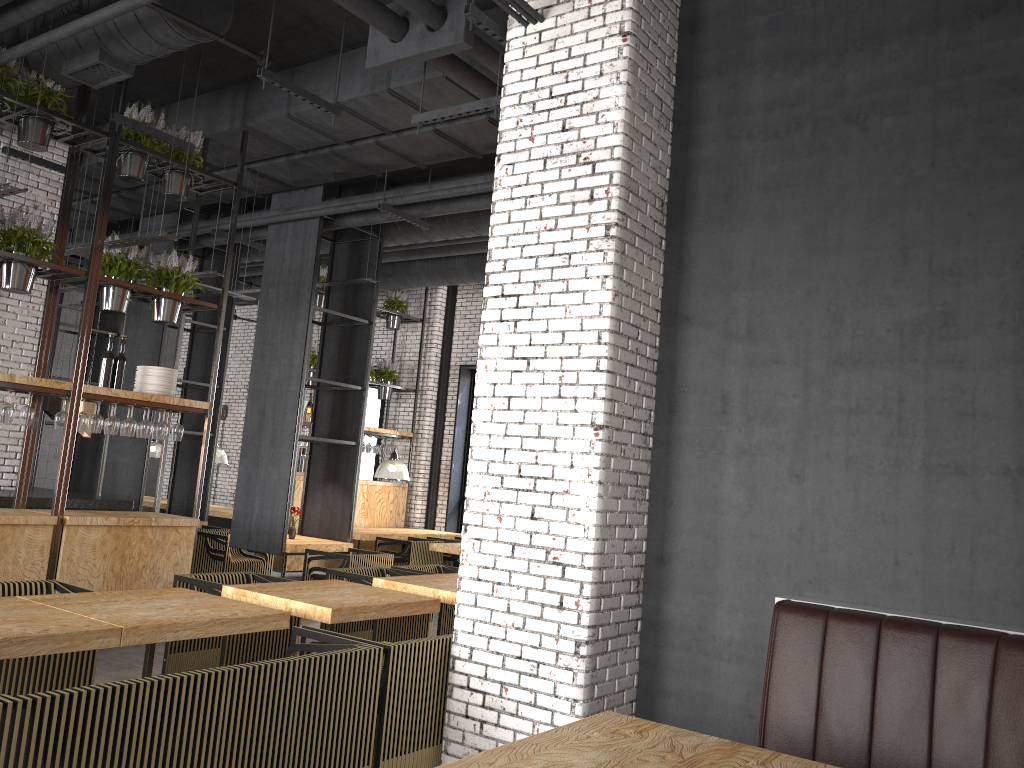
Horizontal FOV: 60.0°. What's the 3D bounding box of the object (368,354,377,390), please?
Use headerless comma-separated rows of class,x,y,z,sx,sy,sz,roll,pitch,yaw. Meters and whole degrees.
object,-2.287,-0.100,13.436,0.416,0.560,0.466,6,-7,-8

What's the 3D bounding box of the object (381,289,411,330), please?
object,-1.848,-1.136,13.961,0.467,0.560,0.415,-2,-10,45

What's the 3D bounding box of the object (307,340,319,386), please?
object,-2.810,-0.237,12.616,0.467,0.560,0.415,5,-7,1

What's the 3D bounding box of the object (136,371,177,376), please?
object,-3.050,-0.078,7.610,0.334,0.044,0.334,4,-6,6

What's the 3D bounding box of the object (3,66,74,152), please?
object,-3.653,-2.092,6.826,0.467,0.560,0.415,1,-8,29

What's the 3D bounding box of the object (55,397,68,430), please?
object,-3.571,0.232,7.047,0.101,0.268,0.101,7,-8,-18

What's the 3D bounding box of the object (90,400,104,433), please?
object,-3.264,0.251,6.986,0.101,0.268,0.101,7,-8,-18

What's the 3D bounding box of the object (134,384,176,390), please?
object,-3.058,0.034,7.595,0.335,0.040,0.334,5,-6,-1

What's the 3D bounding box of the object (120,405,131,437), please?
object,-3.252,0.310,7.501,0.101,0.268,0.100,5,-7,-1

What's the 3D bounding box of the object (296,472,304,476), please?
object,-3.047,1.245,12.353,0.411,0.050,0.410,0,-8,34

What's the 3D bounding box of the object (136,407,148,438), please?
object,-3.168,0.331,7.620,0.101,0.268,0.100,5,-7,-1

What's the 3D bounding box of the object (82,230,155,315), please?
object,-3.273,-0.866,7.355,0.416,0.560,0.466,-2,-10,43

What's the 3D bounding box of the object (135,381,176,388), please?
object,-3.057,0.015,7.598,0.334,0.039,0.334,5,-6,2

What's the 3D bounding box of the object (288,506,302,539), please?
object,-2.394,1.524,9.765,0.156,0.356,0.170,6,-7,-6

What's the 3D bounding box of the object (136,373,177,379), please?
object,-3.051,-0.058,7.608,0.334,0.041,0.334,4,-6,5

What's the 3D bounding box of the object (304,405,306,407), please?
object,-2.927,0.318,12.447,0.334,0.041,0.334,4,-6,5

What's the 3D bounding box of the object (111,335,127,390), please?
object,-3.243,-0.168,7.335,0.098,0.472,0.098,5,-7,-2

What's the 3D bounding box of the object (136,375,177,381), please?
object,-3.052,-0.039,7.604,0.335,0.043,0.333,3,-7,19

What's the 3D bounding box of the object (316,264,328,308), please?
object,-2.756,-1.346,12.780,0.416,0.560,0.466,4,-7,10

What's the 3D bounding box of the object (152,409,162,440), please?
object,-3.084,0.351,7.739,0.101,0.268,0.100,5,-7,-1

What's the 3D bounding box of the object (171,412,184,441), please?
object,-2.850,0.352,7.574,0.101,0.268,0.100,5,-7,-1

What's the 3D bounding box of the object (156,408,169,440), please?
object,-2.934,0.332,7.455,0.101,0.268,0.100,5,-7,-1

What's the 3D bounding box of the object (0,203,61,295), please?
object,-3.731,-0.975,6.727,0.416,0.560,0.466,4,-7,3

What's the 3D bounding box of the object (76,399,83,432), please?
object,-3.499,0.250,7.151,0.101,0.268,0.101,7,-8,-18

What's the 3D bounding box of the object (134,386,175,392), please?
object,-3.059,0.054,7.593,0.335,0.037,0.334,5,-6,2

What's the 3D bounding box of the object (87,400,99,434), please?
object,-3.420,0.269,7.263,0.101,0.268,0.100,5,-7,-1

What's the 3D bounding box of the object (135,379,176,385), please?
object,-3.054,-0.004,7.600,0.334,0.040,0.334,9,-8,-32

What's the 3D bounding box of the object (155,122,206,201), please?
object,-2.953,-1.919,7.839,0.416,0.560,0.467,9,-8,-30

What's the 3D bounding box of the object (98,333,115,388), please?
object,-3.304,-0.183,7.248,0.098,0.472,0.098,5,-7,-2

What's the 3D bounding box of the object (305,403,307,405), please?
object,-2.926,0.299,12.449,0.334,0.044,0.334,4,-6,6

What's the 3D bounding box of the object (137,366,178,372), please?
object,-3.046,-0.116,7.616,0.335,0.039,0.334,4,-6,9

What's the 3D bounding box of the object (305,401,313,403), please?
object,-2.922,0.260,12.454,0.335,0.039,0.334,4,-6,9

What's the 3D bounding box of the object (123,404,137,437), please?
object,-3.102,0.291,7.217,0.101,0.268,0.100,5,-7,-1

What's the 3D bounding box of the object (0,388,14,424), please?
object,-3.659,0.154,6.426,0.101,0.268,0.101,11,-10,-40

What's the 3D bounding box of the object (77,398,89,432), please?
object,-3.337,0.233,6.883,0.101,0.268,0.101,7,-8,-18

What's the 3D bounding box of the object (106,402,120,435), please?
object,-3.186,0.270,7.098,0.101,0.268,0.100,5,-7,-1

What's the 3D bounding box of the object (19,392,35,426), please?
object,-3.575,0.175,6.545,0.101,0.268,0.101,11,-10,-40

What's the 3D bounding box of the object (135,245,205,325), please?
object,-2.972,-0.802,7.693,0.416,0.560,0.466,1,-8,29

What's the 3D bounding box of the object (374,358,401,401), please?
object,-1.967,-0.030,13.816,0.415,0.560,0.467,10,-9,-35

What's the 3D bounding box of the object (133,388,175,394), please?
object,-3.062,0.072,7.591,0.334,0.046,0.334,3,-7,16

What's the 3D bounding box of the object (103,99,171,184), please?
object,-3.153,-1.981,7.441,0.416,0.560,0.466,4,-7,8

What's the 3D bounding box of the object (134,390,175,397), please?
object,-3.063,0.093,7.588,0.334,0.033,0.334,-1,-9,43

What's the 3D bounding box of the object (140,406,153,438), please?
object,-3.018,0.311,7.336,0.101,0.268,0.100,5,-7,-1

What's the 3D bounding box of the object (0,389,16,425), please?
object,-3.810,0.174,6.710,0.101,0.268,0.101,11,-10,-40

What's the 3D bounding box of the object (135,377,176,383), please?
object,-3.054,-0.020,7.602,0.334,0.039,0.334,-1,-9,43

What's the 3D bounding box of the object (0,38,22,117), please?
object,-3.836,-2.147,6.478,0.415,0.560,0.467,10,-9,-35

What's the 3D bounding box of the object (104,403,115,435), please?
object,-3.336,0.289,7.382,0.101,0.268,0.100,5,-7,-1

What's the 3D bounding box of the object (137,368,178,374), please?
object,-3.047,-0.097,7.612,0.335,0.039,0.334,4,-7,10
